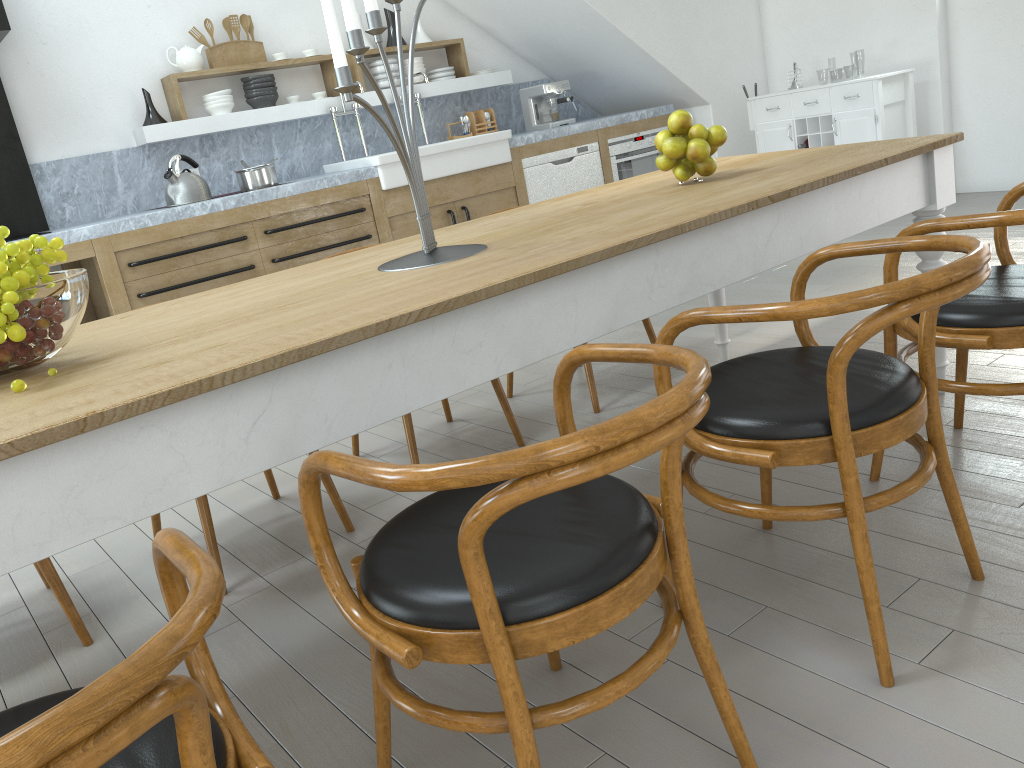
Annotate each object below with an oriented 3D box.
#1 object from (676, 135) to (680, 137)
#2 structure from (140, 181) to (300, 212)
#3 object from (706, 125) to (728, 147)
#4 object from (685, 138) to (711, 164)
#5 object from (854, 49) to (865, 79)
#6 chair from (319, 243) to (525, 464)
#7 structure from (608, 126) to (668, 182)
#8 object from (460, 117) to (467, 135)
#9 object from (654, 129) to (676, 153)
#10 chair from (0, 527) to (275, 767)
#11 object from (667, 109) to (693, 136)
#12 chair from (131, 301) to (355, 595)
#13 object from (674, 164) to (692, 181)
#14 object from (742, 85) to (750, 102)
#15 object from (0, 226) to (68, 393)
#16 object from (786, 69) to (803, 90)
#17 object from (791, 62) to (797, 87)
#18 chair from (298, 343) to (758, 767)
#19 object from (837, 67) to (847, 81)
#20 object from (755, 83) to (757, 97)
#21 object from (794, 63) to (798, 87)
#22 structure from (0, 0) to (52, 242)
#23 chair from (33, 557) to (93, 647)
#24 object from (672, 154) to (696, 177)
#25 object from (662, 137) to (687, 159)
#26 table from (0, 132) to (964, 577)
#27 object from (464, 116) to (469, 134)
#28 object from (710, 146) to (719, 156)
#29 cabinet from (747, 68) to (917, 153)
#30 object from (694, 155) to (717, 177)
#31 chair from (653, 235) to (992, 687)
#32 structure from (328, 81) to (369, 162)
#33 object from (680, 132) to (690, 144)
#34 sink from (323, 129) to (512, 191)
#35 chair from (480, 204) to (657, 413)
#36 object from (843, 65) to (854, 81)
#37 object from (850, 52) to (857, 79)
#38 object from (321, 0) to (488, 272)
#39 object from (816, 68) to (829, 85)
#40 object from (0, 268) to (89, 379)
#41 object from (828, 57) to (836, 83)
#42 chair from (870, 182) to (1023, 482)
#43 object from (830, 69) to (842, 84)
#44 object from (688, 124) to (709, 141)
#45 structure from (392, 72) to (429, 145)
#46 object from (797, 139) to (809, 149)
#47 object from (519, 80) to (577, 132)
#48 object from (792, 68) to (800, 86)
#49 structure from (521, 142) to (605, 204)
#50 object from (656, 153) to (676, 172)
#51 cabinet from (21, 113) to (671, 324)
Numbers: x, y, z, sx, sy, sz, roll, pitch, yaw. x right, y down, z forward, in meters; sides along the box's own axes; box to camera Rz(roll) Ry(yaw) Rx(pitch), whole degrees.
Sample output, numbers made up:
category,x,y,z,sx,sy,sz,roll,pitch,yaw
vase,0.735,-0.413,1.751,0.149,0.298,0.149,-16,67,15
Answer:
category,x,y,z,sx,sy,sz,roll,pitch,yaw
object,0.507,-0.756,2.665,0.062,0.059,0.062,-21,19,-33
structure,-1.670,-1.051,5.067,0.741,0.041,0.649,-22,20,-33
object,0.592,-0.718,2.568,0.063,0.063,0.063,-6,16,17
object,0.531,-0.667,2.535,0.071,0.072,0.071,-6,17,19
object,2.341,-2.149,5.957,0.063,0.185,0.063,1,19,39
chair,-0.363,-0.108,3.110,0.530,0.729,0.623,-20,18,-31
structure,0.801,-1.566,6.754,0.635,0.632,0.632,-22,19,-34
object,-0.348,-1.855,6.468,0.040,0.191,0.042,-10,15,2
object,0.453,-0.713,2.610,0.066,0.070,0.073,-4,17,23
chair,-0.494,0.571,0.923,0.530,0.729,0.623,-20,18,-30
object,0.490,-0.761,2.580,0.073,0.074,0.072,-22,19,-34
chair,-0.890,0.130,2.657,0.530,0.729,0.622,-23,19,-37
object,0.500,-0.617,2.590,0.051,0.050,0.050,-20,18,-30
object,1.770,-2.088,6.579,0.088,0.267,0.029,-3,17,27
object,-0.963,-0.145,1.598,0.393,0.282,0.295,-6,17,18
object,2.077,-2.233,6.509,0.067,0.137,0.101,-21,19,-34
object,2.069,-2.269,6.511,0.054,0.174,0.039,-21,18,-34
chair,0.044,0.336,1.361,0.530,0.729,0.623,-22,19,-34
object,2.283,-2.126,6.084,0.094,0.093,0.094,3,21,41
object,1.803,-2.081,6.536,0.029,0.267,0.089,-13,15,-8
object,2.077,-2.259,6.478,0.024,0.163,0.039,-17,16,-21
structure,-2.999,-1.542,4.187,1.081,1.871,0.782,-22,18,-34
chair,-1.488,0.352,2.300,0.530,0.729,0.623,-22,19,-34
object,0.516,-0.653,2.648,0.080,0.073,0.079,-8,16,10
object,0.468,-0.678,2.544,0.072,0.063,0.071,-25,21,-40
table,-0.207,0.107,2.167,3.366,0.793,1.021,-22,19,-34
object,-0.318,-1.849,6.430,0.040,0.191,0.042,-11,15,1
object,0.575,-0.708,2.626,0.076,0.076,0.077,-5,17,21
cabinet,2.248,-1.718,6.287,0.499,0.783,1.137,-21,19,-33
object,0.567,-0.640,2.595,0.064,0.063,0.064,-18,17,-23
chair,0.617,0.107,1.754,0.530,0.729,0.622,-24,20,-38
structure,-0.979,-1.678,5.753,0.332,0.526,0.215,0,18,34
object,0.525,-0.729,2.620,0.053,0.050,0.053,-4,17,25
sink,-0.592,-1.426,5.724,1.026,0.200,0.729,-22,20,-34
chair,0.203,-0.336,3.505,0.530,0.729,0.622,-23,19,-37
object,2.281,-2.102,5.995,0.071,0.098,0.071,-14,16,-11
object,2.331,-2.161,6.020,0.054,0.177,0.054,-2,18,31
object,-0.237,-0.733,2.056,0.265,0.869,0.781,-3,17,28
object,2.133,-2.101,6.076,0.082,0.104,0.082,-17,17,-21
object,-0.956,-0.093,1.642,0.360,0.158,0.363,0,19,34
object,2.203,-2.152,6.090,0.048,0.168,0.048,2,20,41
chair,1.218,-0.113,2.102,0.530,0.729,0.623,-21,18,-31
object,2.210,-2.094,6.037,0.077,0.084,0.077,3,21,41
object,0.536,-0.720,2.553,0.053,0.057,0.058,-17,17,-20
structure,-0.601,-1.832,6.025,0.332,0.526,0.215,0,18,34
object,2.130,-1.704,6.289,0.319,0.084,0.082,-22,19,-33
object,0.317,-2.066,6.567,0.326,0.318,0.387,-22,19,-34
object,2.081,-2.254,6.508,0.029,0.136,0.097,-20,18,-30
structure,0.231,-1.237,6.361,0.728,0.817,0.600,-22,19,-34
object,0.452,-0.653,2.603,0.060,0.055,0.060,-24,20,-39
cabinet,-1.455,-0.591,5.346,6.461,1.014,1.006,-22,19,-34
